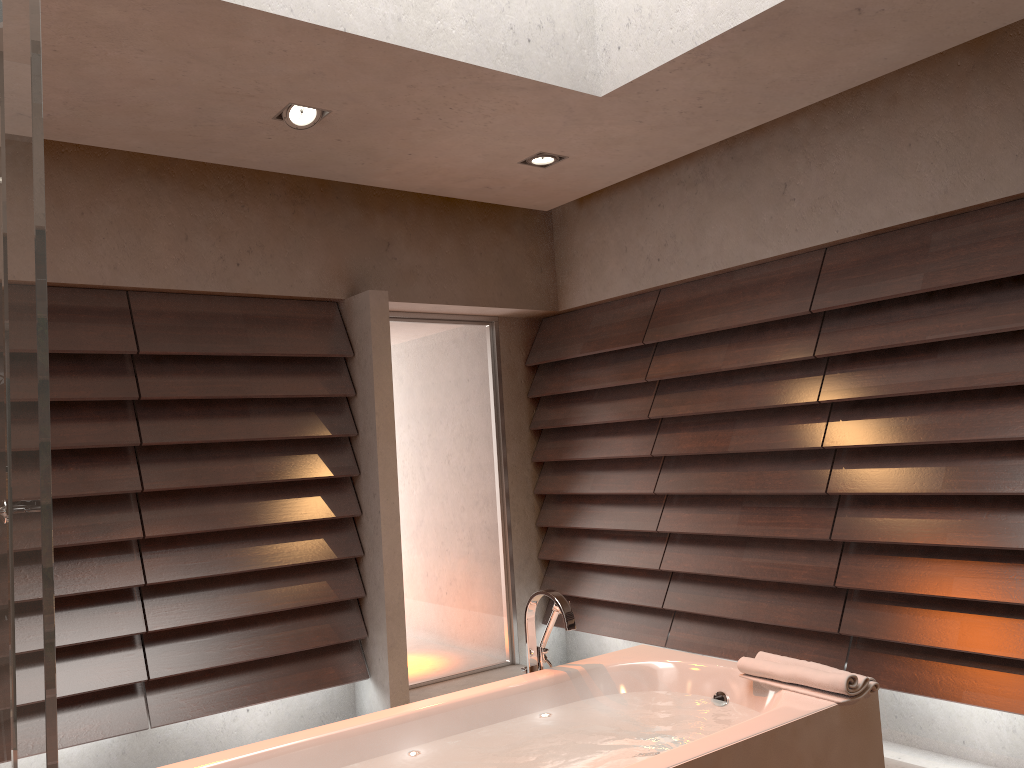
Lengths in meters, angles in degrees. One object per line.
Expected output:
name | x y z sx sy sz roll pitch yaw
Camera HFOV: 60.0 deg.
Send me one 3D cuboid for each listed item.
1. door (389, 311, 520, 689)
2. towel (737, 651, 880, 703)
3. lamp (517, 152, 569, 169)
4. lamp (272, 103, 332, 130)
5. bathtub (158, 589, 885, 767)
door | -0.448 0.606 4.861 1.007 2.000 0.090 0 -5 -37
towel | 0.823 0.814 2.503 0.159 0.068 0.396 -1 -5 -31
lamp | 0.137 -1.025 3.980 0.165 0.051 0.170 0 -5 -37
lamp | -0.781 -1.013 3.292 0.165 0.110 0.170 0 -5 -37
bathtub | -0.090 1.006 2.210 2.000 0.761 0.994 0 -5 -37
